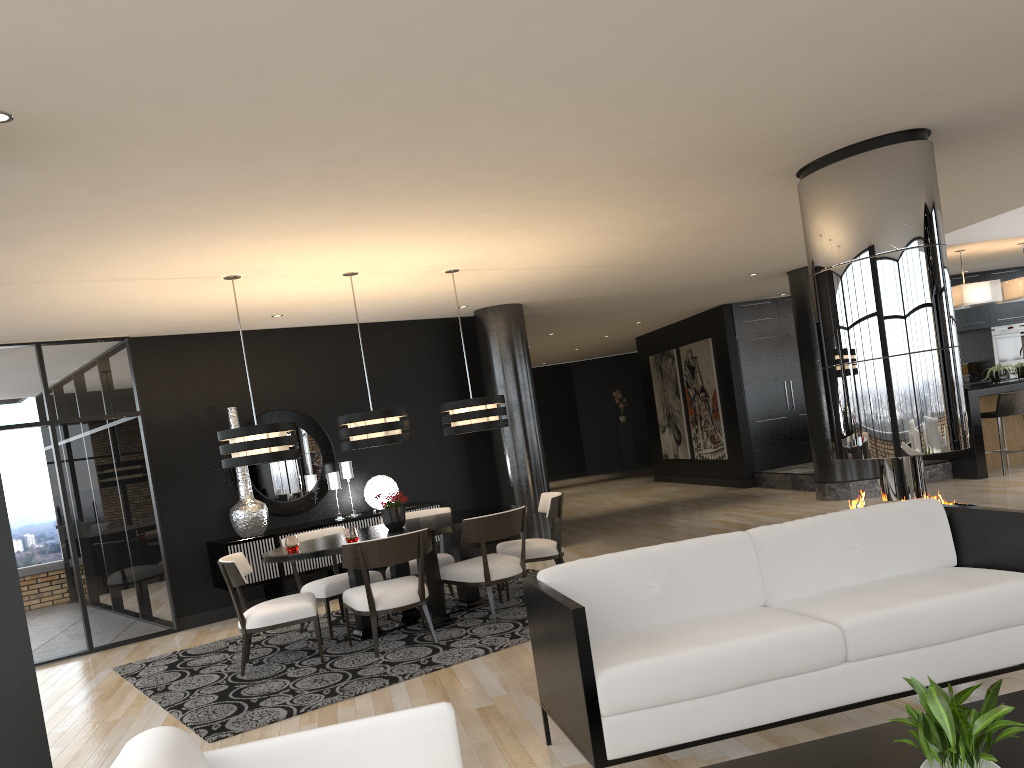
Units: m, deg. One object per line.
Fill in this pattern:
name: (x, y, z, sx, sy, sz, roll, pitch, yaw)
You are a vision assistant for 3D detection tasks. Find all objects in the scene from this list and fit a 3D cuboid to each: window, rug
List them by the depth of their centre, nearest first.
window: (3.998, -1.311, 5.954, 15.801, 4.793, 10.180, -7, -2, -25)
rug: (-0.833, 1.877, 6.806, 3.697, 0.011, 2.735, -7, -3, -34)

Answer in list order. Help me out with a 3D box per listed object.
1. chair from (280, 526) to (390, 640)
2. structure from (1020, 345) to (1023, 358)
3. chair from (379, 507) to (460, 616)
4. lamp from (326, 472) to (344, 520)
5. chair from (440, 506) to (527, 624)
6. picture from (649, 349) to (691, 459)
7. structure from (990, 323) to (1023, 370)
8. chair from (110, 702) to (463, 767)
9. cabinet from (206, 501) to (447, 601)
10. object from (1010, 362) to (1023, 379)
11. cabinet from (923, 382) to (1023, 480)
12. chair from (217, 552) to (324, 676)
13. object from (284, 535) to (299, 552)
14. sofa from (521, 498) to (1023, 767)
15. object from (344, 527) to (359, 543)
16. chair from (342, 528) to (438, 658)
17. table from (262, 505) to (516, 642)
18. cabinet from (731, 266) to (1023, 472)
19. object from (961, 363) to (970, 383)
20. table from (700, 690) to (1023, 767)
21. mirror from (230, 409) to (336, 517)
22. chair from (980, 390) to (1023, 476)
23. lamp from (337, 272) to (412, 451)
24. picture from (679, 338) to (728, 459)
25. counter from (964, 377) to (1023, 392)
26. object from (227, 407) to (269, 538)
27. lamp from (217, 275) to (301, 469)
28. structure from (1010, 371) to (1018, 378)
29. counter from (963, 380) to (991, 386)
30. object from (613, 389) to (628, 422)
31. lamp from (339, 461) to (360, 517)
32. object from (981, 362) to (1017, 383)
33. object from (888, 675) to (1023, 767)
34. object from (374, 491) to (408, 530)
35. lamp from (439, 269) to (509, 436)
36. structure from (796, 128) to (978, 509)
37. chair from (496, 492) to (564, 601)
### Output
chair: (-1.436, 1.579, 7.078, 0.620, 0.808, 0.637, -8, 1, 41)
structure: (6.616, 0.000, 11.409, 2.768, 1.021, 0.656, -8, 1, -12)
chair: (-0.762, 1.498, 7.490, 0.642, 0.808, 0.616, -9, 1, -6)
lamp: (-1.744, 1.106, 8.753, 0.124, 0.466, 0.132, -9, 2, -12)
chair: (-0.174, 1.371, 6.698, 0.638, 0.808, 0.620, -9, 1, -41)
picture: (2.773, 0.382, 15.452, 0.076, 1.877, 1.156, -9, 1, -12)
structure: (7.905, -0.584, 13.952, 0.699, 0.709, 0.085, -9, 2, -12)
chair: (-0.390, 1.130, 1.701, 0.852, 0.857, 1.003, -9, -1, -12)
cabinet: (-1.753, 1.728, 8.729, 2.222, 0.768, 0.614, -7, 0, -34)
object: (6.263, -0.190, 10.745, 0.399, 0.239, 0.405, -9, -1, 13)
cabinet: (6.746, 0.435, 11.142, 3.105, 1.040, 1.182, -8, -1, -12)
chair: (-1.691, 1.574, 6.205, 0.614, 0.808, 0.644, -9, 1, -14)
object: (-1.561, 1.132, 6.255, 0.096, 0.106, 0.095, -8, 0, 22)
sofa: (1.161, 1.021, 3.669, 2.026, 0.805, 0.840, -8, 0, -12)
object: (-1.132, 1.066, 6.228, 0.095, 0.106, 0.095, -9, 0, -23)
chair: (-0.863, 1.449, 6.190, 0.639, 0.808, 0.618, -9, 1, -24)
table: (-0.830, 1.493, 6.812, 2.092, 0.770, 1.216, -7, -2, -32)
cabinet: (6.110, -0.296, 13.912, 5.711, 2.533, 0.728, -8, 2, -12)
object: (7.278, -0.163, 14.414, 0.364, 0.316, 0.113, -8, 2, -11)
table: (1.536, 1.116, 2.117, 2.026, 0.352, 1.268, -8, -2, -12)
mirror: (-2.262, 0.781, 8.786, 1.068, 1.080, 0.025, -8, 2, -34)
chair: (5.835, 0.579, 10.484, 0.474, 0.966, 0.519, -9, 1, -12)
lamp: (-1.125, -0.184, 6.703, 0.531, 1.332, 0.538, -10, 2, -35)
picture: (3.061, 0.270, 14.076, 0.076, 1.877, 1.156, -9, 1, -12)
counter: (6.667, -0.096, 11.118, 3.105, 0.032, 1.183, -8, -3, -12)
object: (-2.504, 0.816, 8.195, 0.341, 1.211, 0.344, -10, 2, -25)
lamp: (-1.861, -0.098, 6.205, 0.531, 1.332, 0.538, -10, 2, -35)
structure: (8.012, 0.130, 13.984, 0.699, 0.709, 0.085, -9, 2, -12)
counter: (6.171, 0.157, 13.957, 2.852, 0.034, 0.732, -8, -3, -12)
object: (2.575, 0.509, 20.789, 0.340, 0.789, 0.227, -8, 2, 17)
lamp: (-1.641, 1.055, 8.897, 0.133, 0.551, 0.124, -8, 2, 18)
object: (5.861, -0.133, 10.687, 0.408, 0.239, 0.396, -9, -1, 13)
object: (1.007, 0.827, 1.988, 0.213, 0.371, 0.286, -9, 1, -34)
object: (-0.906, 0.964, 6.770, 0.236, 0.299, 0.230, -9, 1, -32)
lamp: (-0.389, -0.270, 7.201, 0.531, 1.332, 0.538, -10, 2, -35)
structure: (2.335, -0.045, 5.468, 0.583, 2.748, 0.894, -10, 2, -24)
chair: (0.185, 1.353, 7.421, 0.615, 0.808, 0.642, -9, 1, -6)
